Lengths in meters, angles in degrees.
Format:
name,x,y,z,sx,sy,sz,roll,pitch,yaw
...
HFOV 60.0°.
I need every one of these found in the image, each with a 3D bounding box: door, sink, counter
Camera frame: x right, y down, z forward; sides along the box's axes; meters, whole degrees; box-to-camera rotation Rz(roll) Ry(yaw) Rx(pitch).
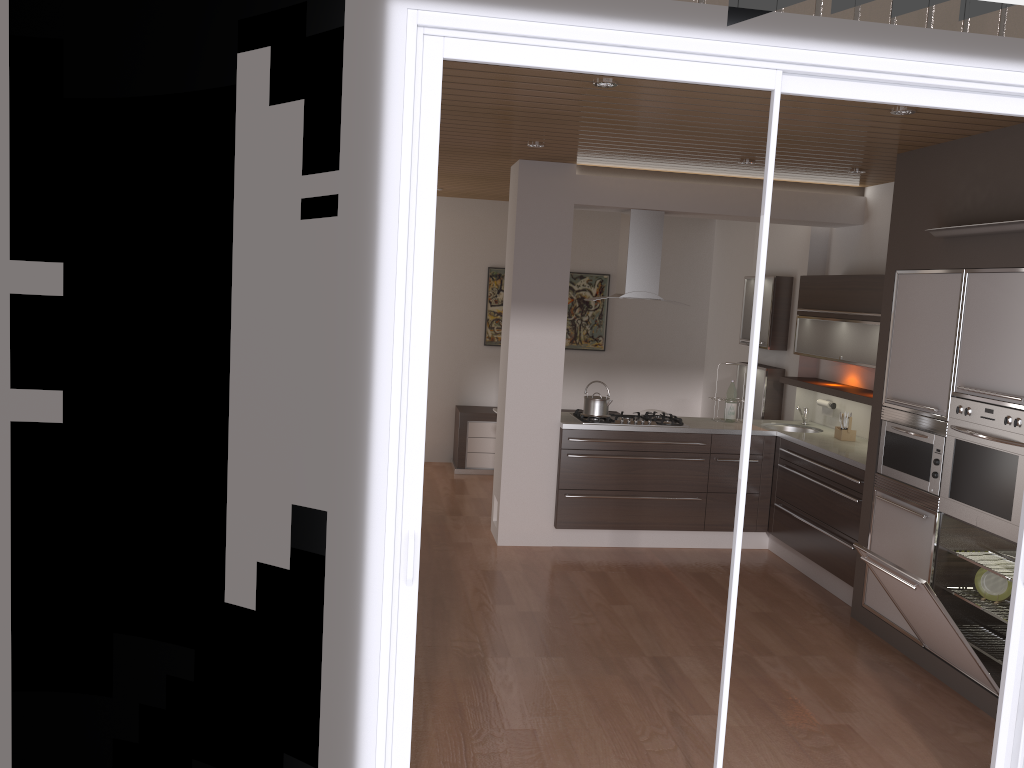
name,x,y,z,sx,sy,sz,roll,pitch,yaw
door,0.760,0.211,2.880,2.300,2.700,0.101,2,6,-9
sink,2.104,0.345,6.699,0.450,0.347,0.494,3,6,-3
counter,1.465,0.379,6.029,2.150,0.036,1.850,2,6,-9

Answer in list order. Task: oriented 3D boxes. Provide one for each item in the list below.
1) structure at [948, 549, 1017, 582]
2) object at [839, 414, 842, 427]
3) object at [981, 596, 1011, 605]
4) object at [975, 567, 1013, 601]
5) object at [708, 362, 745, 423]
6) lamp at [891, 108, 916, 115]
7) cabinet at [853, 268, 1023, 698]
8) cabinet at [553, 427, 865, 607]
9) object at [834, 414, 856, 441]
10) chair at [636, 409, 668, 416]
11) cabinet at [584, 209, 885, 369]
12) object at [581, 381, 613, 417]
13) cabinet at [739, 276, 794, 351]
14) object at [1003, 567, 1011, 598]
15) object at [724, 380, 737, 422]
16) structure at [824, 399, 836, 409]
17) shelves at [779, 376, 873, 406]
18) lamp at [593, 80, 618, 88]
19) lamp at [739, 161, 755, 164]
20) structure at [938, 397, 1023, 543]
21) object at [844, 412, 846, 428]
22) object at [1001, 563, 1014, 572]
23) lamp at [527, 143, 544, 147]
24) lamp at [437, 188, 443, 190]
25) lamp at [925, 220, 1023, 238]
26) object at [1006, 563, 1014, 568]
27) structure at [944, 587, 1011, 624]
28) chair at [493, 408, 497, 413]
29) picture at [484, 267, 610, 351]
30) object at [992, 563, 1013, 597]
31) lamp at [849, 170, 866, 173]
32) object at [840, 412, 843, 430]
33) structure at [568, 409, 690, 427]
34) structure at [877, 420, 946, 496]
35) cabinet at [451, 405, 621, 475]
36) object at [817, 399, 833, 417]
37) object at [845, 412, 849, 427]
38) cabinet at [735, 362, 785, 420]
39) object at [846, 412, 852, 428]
name,x,y,z,sx,sy,sz,roll,pitch,yaw
structure,2.508,0.894,4.283,0.479,0.012,0.583,2,6,-9
object,2.307,0.299,6.210,0.019,0.178,0.044,-1,7,-33
object,2.411,1.067,4.417,0.190,0.009,0.073,-2,8,-42
object,2.381,0.981,4.380,0.042,0.173,0.177,-3,8,-43
object,1.676,0.060,6.825,0.291,0.453,0.210,3,6,-4
lamp,1.724,-1.222,3.903,0.102,0.055,0.102,0,7,-25
cabinet,2.298,0.435,4.200,1.047,1.948,1.796,2,6,-9
cabinet,1.439,0.829,6.077,2.150,0.870,1.850,2,6,-9
object,2.346,0.303,6.233,0.100,0.170,0.173,4,6,3
chair,1.024,0.655,7.588,0.608,0.847,0.491,-2,8,-38
cabinet,1.615,-0.692,5.982,2.058,1.032,1.399,3,6,-5
object,0.612,0.101,6.396,0.221,0.251,0.221,2,6,-16
cabinet,2.067,-0.606,7.458,0.172,0.600,0.619,1,7,-23
object,2.399,0.980,4.396,0.042,0.173,0.177,-3,8,-43
object,1.675,0.130,6.779,0.091,0.319,0.091,6,7,26
structure,2.409,0.152,6.736,0.087,0.049,0.237,2,6,-8
shelves,2.405,0.074,6.132,0.313,0.050,1.850,2,6,-9
lamp,0.391,-1.277,3.701,0.102,0.055,0.102,0,7,-25
lamp,1.479,-1.415,5.573,0.102,0.055,0.102,-1,8,-37
structure,2.208,0.386,4.181,0.066,0.583,0.582,2,6,-9
object,2.326,0.291,6.203,0.018,0.196,0.022,3,6,-7
object,2.435,0.979,4.429,0.042,0.173,0.177,-3,8,-43
lamp,0.145,-1.470,5.371,0.102,0.055,0.102,0,7,-25
lamp,-0.689,-1.816,8.157,0.102,0.055,0.102,0,7,-25
lamp,2.222,-0.710,4.036,0.139,0.033,1.020,2,6,-9
object,2.453,0.978,4.445,0.042,0.173,0.177,-3,8,-43
structure,2.496,1.091,4.305,0.479,0.012,0.583,2,6,-9
chair,0.124,0.638,7.262,0.608,0.847,0.491,3,6,-4
picture,0.366,-0.765,9.145,1.277,0.801,0.018,2,6,-9
object,2.417,0.980,4.413,0.042,0.173,0.177,-3,8,-43
lamp,2.215,-1.385,5.685,0.102,0.055,0.102,5,6,19
object,2.296,0.288,6.183,0.042,0.192,0.040,8,8,38
structure,0.858,0.246,6.567,0.797,0.047,0.494,2,6,-9
structure,2.133,0.387,4.776,0.049,0.301,0.569,2,6,-9
cabinet,0.280,0.580,9.007,1.740,0.608,0.540,2,6,-9
object,2.380,0.184,6.750,0.053,0.119,0.165,2,6,-9
object,2.333,0.292,6.194,0.020,0.196,0.017,5,6,14
cabinet,2.081,0.138,7.566,0.194,0.600,0.598,2,6,-9
object,2.345,0.291,6.182,0.042,0.192,0.040,8,8,39
